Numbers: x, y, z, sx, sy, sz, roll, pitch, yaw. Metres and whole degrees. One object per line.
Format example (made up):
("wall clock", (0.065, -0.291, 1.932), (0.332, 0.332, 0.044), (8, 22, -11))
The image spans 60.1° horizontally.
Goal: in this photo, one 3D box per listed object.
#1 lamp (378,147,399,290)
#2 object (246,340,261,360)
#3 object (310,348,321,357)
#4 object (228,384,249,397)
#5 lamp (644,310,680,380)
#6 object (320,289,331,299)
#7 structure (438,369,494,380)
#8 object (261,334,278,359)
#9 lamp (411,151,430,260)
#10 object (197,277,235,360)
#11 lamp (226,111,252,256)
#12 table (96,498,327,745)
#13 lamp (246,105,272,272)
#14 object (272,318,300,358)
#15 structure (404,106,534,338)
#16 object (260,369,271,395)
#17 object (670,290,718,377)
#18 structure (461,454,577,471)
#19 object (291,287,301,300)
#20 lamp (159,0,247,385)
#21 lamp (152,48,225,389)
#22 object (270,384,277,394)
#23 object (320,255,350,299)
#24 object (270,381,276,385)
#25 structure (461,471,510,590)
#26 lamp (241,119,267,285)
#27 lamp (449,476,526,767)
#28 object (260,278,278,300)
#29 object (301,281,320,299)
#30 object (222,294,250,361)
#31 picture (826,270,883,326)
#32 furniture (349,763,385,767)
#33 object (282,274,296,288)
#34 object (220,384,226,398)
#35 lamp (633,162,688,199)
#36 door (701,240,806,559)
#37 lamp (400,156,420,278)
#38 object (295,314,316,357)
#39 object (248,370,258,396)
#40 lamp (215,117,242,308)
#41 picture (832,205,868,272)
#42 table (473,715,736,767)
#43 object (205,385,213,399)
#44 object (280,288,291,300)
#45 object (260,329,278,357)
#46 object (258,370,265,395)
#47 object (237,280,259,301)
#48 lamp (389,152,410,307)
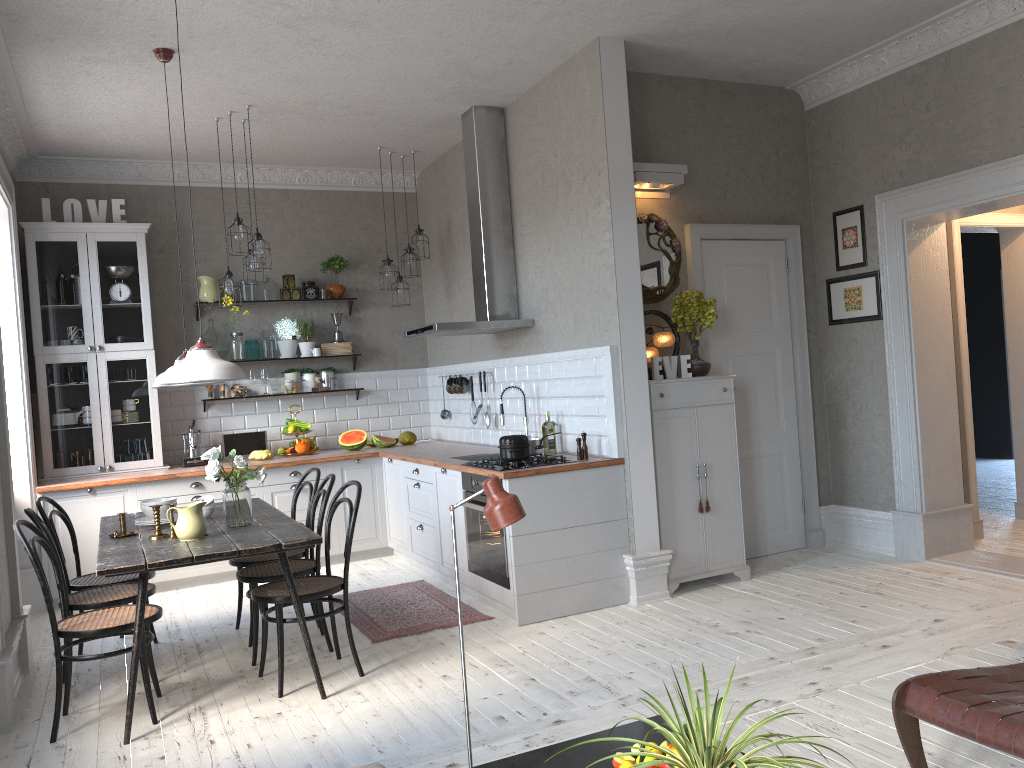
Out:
("lamp", (-1.049, -1.629, 7.139), (0.146, 1.735, 0.147), (-4, 1, 7))
("object", (-2.185, -0.282, 7.450), (0.128, 0.172, 0.124), (-4, 1, -22))
("object", (-1.670, -0.271, 7.573), (0.106, 0.071, 0.063), (-4, 1, 4))
("object", (-2.276, 0.054, 7.335), (0.094, 0.111, 0.180), (-4, 1, 42))
("lamp", (0.893, -0.189, 5.597), (0.455, 0.558, 0.169), (-4, 1, -18))
("object", (-1.609, -0.772, 7.623), (0.095, 0.096, 0.073), (-4, 1, -25))
("structure", (-0.391, -0.074, 7.204), (0.096, 0.053, 1.067), (-4, 0, -24))
("object", (-2.037, -0.309, 7.425), (0.125, 0.206, 0.124), (-4, 1, -3))
("lamp", (-0.816, -1.905, 7.335), (0.144, 1.735, 0.150), (-4, 1, 37))
("object", (-2.452, -0.516, 7.218), (0.331, 0.674, 0.340), (-4, 1, 33))
("lamp", (-1.902, -1.743, 5.992), (0.150, 1.735, 0.143), (-5, 1, -38))
("table", (-1.605, 1.094, 4.579), (0.920, 0.735, 1.887), (-4, 0, -25))
("lamp", (-1.741, -1.623, 5.893), (0.144, 1.735, 0.149), (-4, 1, 22))
("object", (-1.909, -0.395, 7.587), (0.246, 0.354, 0.233), (-4, 1, -7))
("structure", (-0.374, -1.162, 6.297), (0.725, 1.596, 0.700), (-4, 1, -25))
("object", (-2.052, -0.017, 7.386), (0.083, 0.217, 0.080), (-5, 1, -39))
("object", (1.171, -0.324, 5.649), (0.295, 0.553, 0.342), (-4, 1, 9))
("structure", (0.032, 0.460, 5.312), (0.504, 0.031, 0.595), (-4, 0, -25))
("object", (-1.843, -0.763, 7.563), (0.084, 0.113, 0.082), (-4, 1, -15))
("lamp", (-1.491, -0.932, 4.090), (0.376, 1.858, 0.382), (-4, 1, 12))
("lamp", (-1.853, -0.912, 4.891), (0.384, 1.858, 0.374), (-4, 1, -18))
("object", (-2.010, 0.046, 7.523), (0.078, 0.083, 0.077), (-4, 1, -7))
("object", (-1.529, -0.929, 7.722), (0.261, 0.397, 0.241), (-4, 1, -1))
("object", (-2.013, 0.013, 7.523), (0.078, 0.083, 0.077), (-4, 1, -7))
("structure", (0.084, 0.822, 5.323), (0.629, 0.623, 0.611), (-4, 1, -25))
("lamp", (-1.854, -1.567, 6.180), (0.150, 1.735, 0.143), (-5, 1, -38))
("lamp", (-0.070, 0.652, 2.199), (0.250, 0.839, 0.139), (-4, 1, 10))
("object", (-2.079, -0.798, 7.564), (0.138, 0.220, 0.142), (-4, 1, 24))
("object", (-1.753, -0.800, 7.662), (0.144, 0.174, 0.139), (-4, 1, -25))
("object", (-2.269, -0.461, 7.257), (0.195, 0.540, 0.275), (-5, 1, -33))
("picture", (2.358, -0.587, 6.117), (0.014, 0.331, 0.481), (-4, 1, -24))
("furniture", (-0.409, 1.150, 1.765), (0.593, 0.476, 0.814), (-4, 1, -25))
("object", (-1.896, -0.871, 7.530), (0.081, 0.113, 0.084), (-4, 1, 45))
("object", (-2.385, -0.013, 7.310), (0.053, 0.264, 0.062), (-4, 1, 11))
("lamp", (0.894, -1.301, 5.677), (0.423, 0.171, 0.216), (-4, 1, -26))
("door", (1.679, 0.098, 6.116), (0.764, 2.183, 0.078), (-4, 1, -26))
("lamp", (-0.914, -1.771, 7.470), (0.145, 1.735, 0.148), (-4, 1, 17))
("object", (-1.767, -0.418, 7.599), (0.166, 0.380, 0.187), (-4, 1, 26))
("object", (-2.172, -0.009, 7.430), (0.083, 0.217, 0.080), (-5, 1, -39))
("lamp", (-2.003, -1.396, 6.108), (0.144, 1.735, 0.149), (-4, 1, 32))
("picture", (2.329, -1.002, 6.110), (0.012, 0.416, 0.277), (-4, 1, -24))
("table", (0.352, 1.192, 1.994), (0.864, 0.303, 1.288), (-4, 0, -25))
("object", (-2.488, -0.005, 7.277), (0.060, 0.264, 0.054), (-4, 1, 36))
("object", (-1.924, -0.757, 7.528), (0.084, 0.113, 0.081), (-4, 1, -25))
("object", (-2.079, -0.336, 7.569), (0.133, 0.264, 0.129), (-4, 1, -20))
("object", (-2.091, -0.015, 7.465), (0.083, 0.217, 0.080), (-5, 1, -39))
("object", (-2.203, -0.771, 7.400), (0.170, 0.184, 0.174), (-4, 1, 14))
("lamp", (-0.977, -1.512, 7.317), (0.144, 1.735, 0.150), (-4, 1, 37))
